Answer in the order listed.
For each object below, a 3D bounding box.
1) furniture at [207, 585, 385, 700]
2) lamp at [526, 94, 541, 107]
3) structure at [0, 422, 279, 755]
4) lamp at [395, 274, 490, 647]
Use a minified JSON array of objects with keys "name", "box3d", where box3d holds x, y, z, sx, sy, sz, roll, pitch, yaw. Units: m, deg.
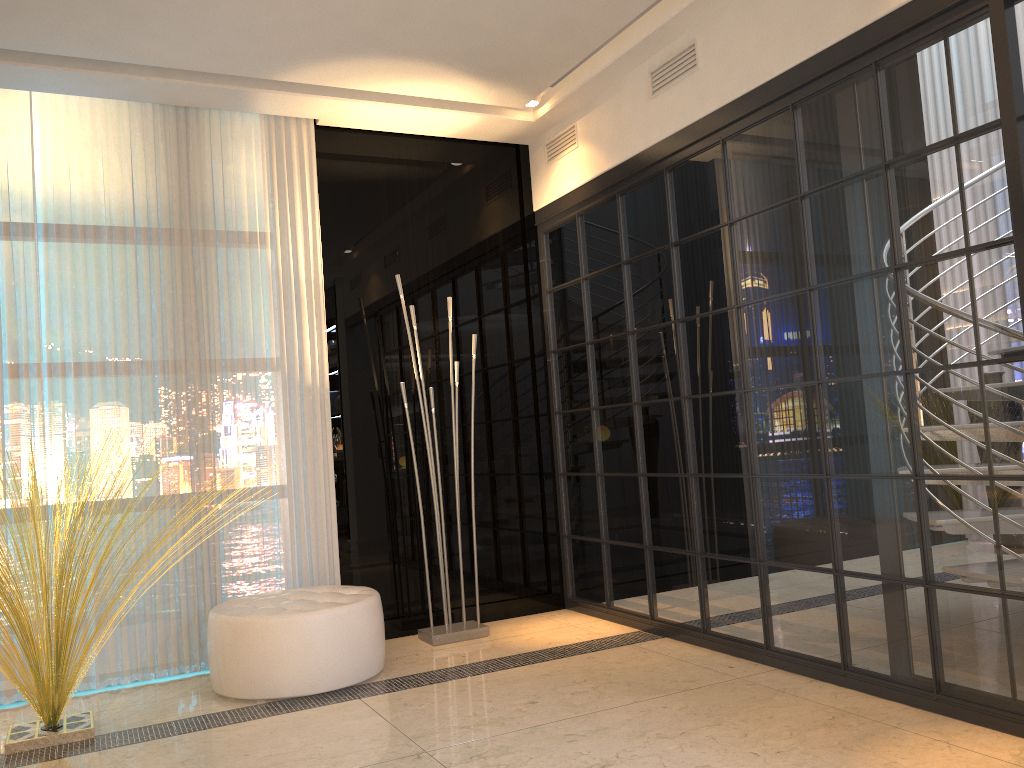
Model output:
[{"name":"furniture","box3d":[-0.917,1.085,3.804,0.735,0.357,0.735,-7,-4,35]},{"name":"lamp","box3d":[0.096,-1.496,4.566,0.107,0.127,0.107,-8,-5,45]},{"name":"structure","box3d":[-1.650,0.702,3.122,1.282,1.142,1.275,-5,-4,20]},{"name":"lamp","box3d":[-0.348,0.359,4.428,0.418,1.801,0.200,-2,-4,-26]}]
